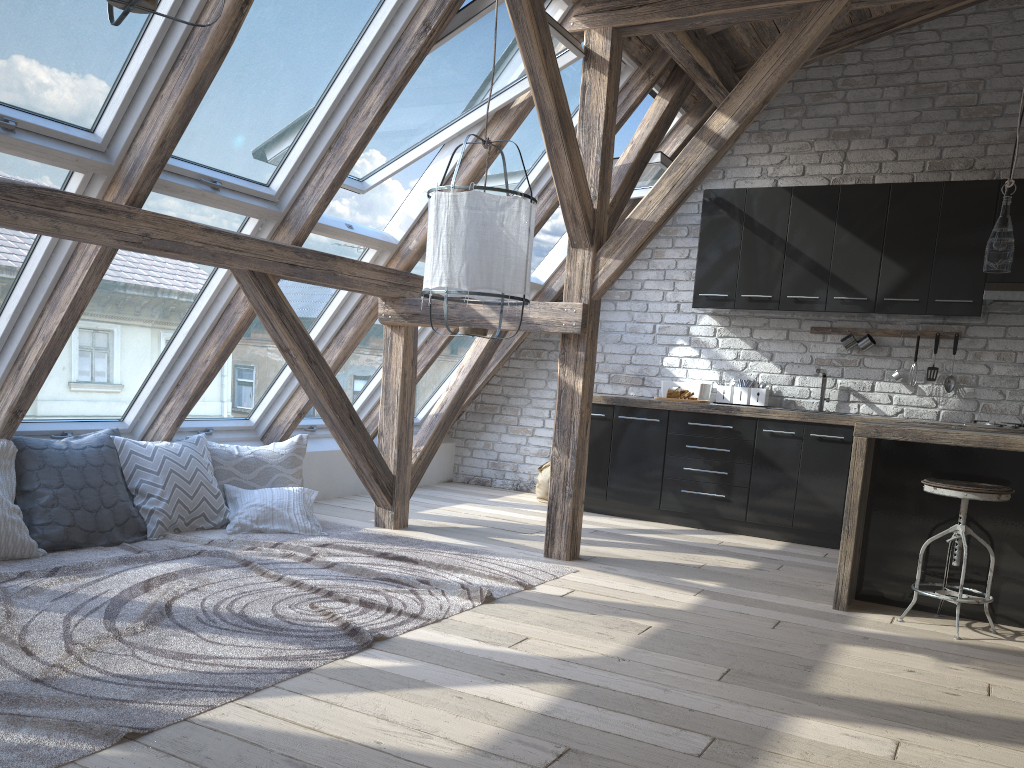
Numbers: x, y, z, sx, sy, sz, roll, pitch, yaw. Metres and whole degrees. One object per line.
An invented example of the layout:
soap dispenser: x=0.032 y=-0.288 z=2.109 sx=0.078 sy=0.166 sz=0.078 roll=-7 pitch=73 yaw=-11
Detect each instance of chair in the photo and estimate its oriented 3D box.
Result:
chair: x=1.914 y=0.739 z=3.784 sx=0.354 sy=0.645 sz=0.349 roll=1 pitch=7 yaw=-28

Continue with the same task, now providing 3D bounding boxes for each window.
window: x=-0.494 y=-0.217 z=6.575 sx=1.089 sy=1.294 sz=0.850 roll=7 pitch=6 yaw=28
window: x=-1.372 y=-0.264 z=4.965 sx=1.089 sy=1.294 sz=0.850 roll=7 pitch=6 yaw=28
window: x=-2.249 y=-0.312 z=3.356 sx=1.089 sy=1.294 sz=0.850 roll=7 pitch=6 yaw=28
window: x=0.027 y=-1.365 z=5.147 sx=1.089 sy=1.294 sz=0.850 roll=7 pitch=6 yaw=28
window: x=-0.455 y=-1.392 z=4.365 sx=1.397 sy=1.294 sz=0.850 roll=6 pitch=6 yaw=28
window: x=0.411 y=-1.345 z=5.981 sx=1.511 sy=1.293 sz=0.850 roll=6 pitch=6 yaw=28
window: x=-0.851 y=-1.412 z=3.537 sx=1.089 sy=1.294 sz=0.850 roll=7 pitch=6 yaw=28
window: x=-0.933 y=-0.241 z=5.770 sx=1.089 sy=1.294 sz=0.850 roll=7 pitch=6 yaw=28
window: x=-1.289 y=-1.436 z=2.732 sx=1.089 sy=1.294 sz=0.850 roll=7 pitch=6 yaw=28
window: x=-1.811 y=-0.288 z=4.161 sx=1.089 sy=1.294 sz=0.850 roll=7 pitch=6 yaw=28

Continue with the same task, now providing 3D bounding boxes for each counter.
counter: x=1.752 y=0.607 z=5.061 sx=3.789 sy=0.863 sz=2.233 roll=5 pitch=2 yaw=28

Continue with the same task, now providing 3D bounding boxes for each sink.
sink: x=1.999 y=0.155 z=5.809 sx=0.523 sy=0.522 sz=0.512 roll=6 pitch=5 yaw=28

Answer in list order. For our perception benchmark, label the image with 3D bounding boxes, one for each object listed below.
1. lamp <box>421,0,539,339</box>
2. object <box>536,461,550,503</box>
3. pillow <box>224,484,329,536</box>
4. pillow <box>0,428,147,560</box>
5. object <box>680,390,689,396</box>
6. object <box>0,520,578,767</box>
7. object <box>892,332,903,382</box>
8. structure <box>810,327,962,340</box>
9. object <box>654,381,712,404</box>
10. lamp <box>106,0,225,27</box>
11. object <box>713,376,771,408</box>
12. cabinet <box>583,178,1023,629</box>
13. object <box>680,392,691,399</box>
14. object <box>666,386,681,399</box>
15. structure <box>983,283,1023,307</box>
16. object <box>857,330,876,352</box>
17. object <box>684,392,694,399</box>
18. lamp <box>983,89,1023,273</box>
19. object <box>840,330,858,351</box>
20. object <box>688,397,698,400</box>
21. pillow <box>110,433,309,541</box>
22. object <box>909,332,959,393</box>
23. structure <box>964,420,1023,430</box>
lamp: x=-0.072 y=-1.122 z=3.141 sx=0.408 sy=1.921 sz=0.393 roll=1 pitch=8 yaw=-20
object: x=0.323 y=0.715 z=6.823 sx=0.338 sy=0.395 sz=0.388 roll=1 pitch=5 yaw=-36
pillow: x=-1.320 y=0.707 z=4.897 sx=0.537 sy=0.245 sz=0.469 roll=4 pitch=2 yaw=-20
pillow: x=-2.216 y=0.482 z=3.962 sx=0.464 sy=0.569 sz=1.268 roll=7 pitch=3 yaw=29
object: x=1.199 y=0.073 z=6.136 sx=0.074 sy=0.068 sz=0.078 roll=4 pitch=4 yaw=0
object: x=-1.378 y=0.789 z=3.558 sx=2.174 sy=0.057 sz=3.176 roll=5 pitch=1 yaw=29
object: x=2.539 y=-0.176 z=5.761 sx=0.070 sy=0.331 sz=0.065 roll=8 pitch=8 yaw=28
structure: x=2.445 y=-0.339 z=5.807 sx=0.926 sy=0.046 sz=0.081 roll=5 pitch=2 yaw=28
object: x=1.227 y=0.056 z=6.234 sx=0.380 sy=0.135 sz=0.586 roll=5 pitch=1 yaw=17
lamp: x=-0.764 y=-1.456 z=1.794 sx=0.407 sy=1.322 sz=0.394 roll=5 pitch=7 yaw=4
object: x=1.642 y=0.054 z=6.227 sx=0.402 sy=0.203 sz=0.146 roll=5 pitch=5 yaw=29
cabinet: x=2.025 y=-0.207 z=4.916 sx=4.189 sy=2.542 sz=2.081 roll=6 pitch=5 yaw=28
object: x=1.197 y=0.078 z=6.078 sx=0.072 sy=0.058 sz=0.082 roll=4 pitch=3 yaw=4
object: x=1.118 y=0.058 z=6.095 sx=0.090 sy=0.088 sz=0.085 roll=5 pitch=4 yaw=5
structure: x=3.155 y=-0.530 z=5.246 sx=0.596 sy=0.105 sz=0.367 roll=5 pitch=1 yaw=28
object: x=2.354 y=-0.284 z=5.836 sx=0.093 sy=0.141 sz=0.116 roll=-1 pitch=7 yaw=-45
object: x=1.225 y=0.081 z=6.087 sx=0.073 sy=0.055 sz=0.082 roll=4 pitch=3 yaw=5
lamp: x=2.064 y=-1.121 z=3.578 sx=0.107 sy=1.306 sz=0.223 roll=9 pitch=9 yaw=30
object: x=2.262 y=-0.292 z=5.894 sx=0.116 sy=0.141 sz=0.092 roll=7 pitch=6 yaw=30
object: x=1.253 y=0.103 z=6.093 sx=0.068 sy=0.017 sz=0.077 roll=4 pitch=1 yaw=6
pillow: x=-1.655 y=0.542 z=4.908 sx=0.497 sy=0.540 sz=1.152 roll=7 pitch=3 yaw=34
object: x=2.708 y=-0.140 z=5.637 sx=0.280 sy=0.386 sz=0.069 roll=7 pitch=8 yaw=28
structure: x=3.045 y=0.255 z=5.257 sx=0.602 sy=0.032 sz=0.494 roll=5 pitch=1 yaw=28
